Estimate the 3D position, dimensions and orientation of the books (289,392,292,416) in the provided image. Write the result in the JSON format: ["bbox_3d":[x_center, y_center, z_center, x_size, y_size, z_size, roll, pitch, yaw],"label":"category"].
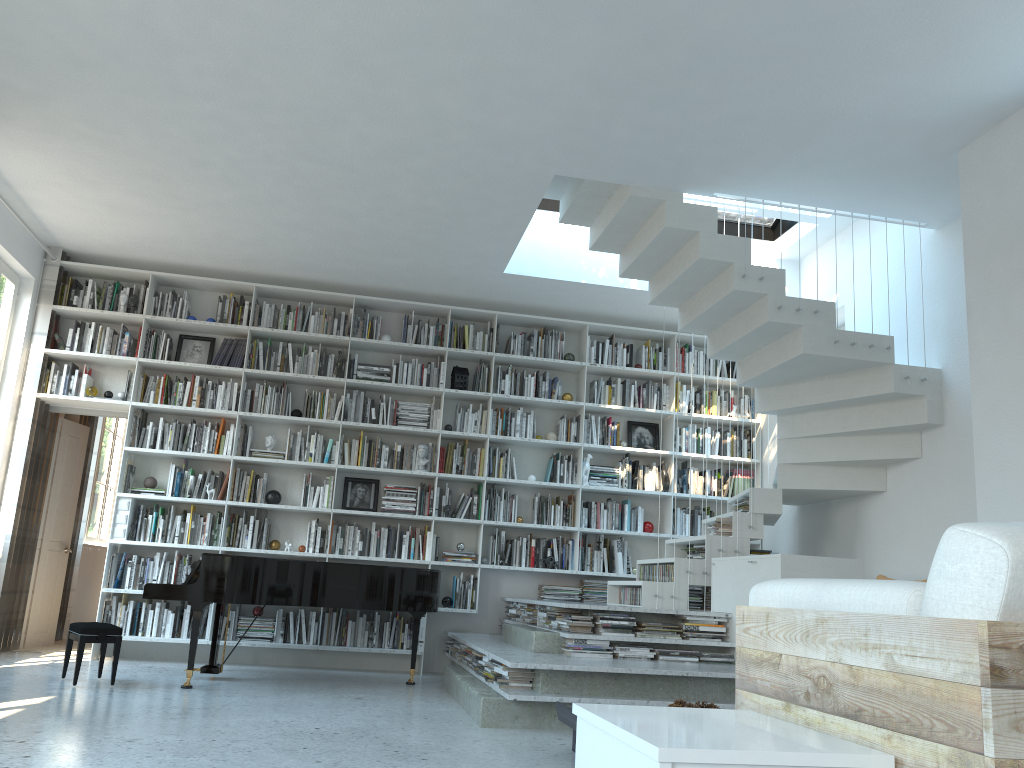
[{"bbox_3d":[-1.897,0.199,7.596,0.031,0.231,0.148,6,-13,-10],"label":"books"}]

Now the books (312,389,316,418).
[{"bbox_3d":[-1.705,0.196,7.632,0.005,0.274,0.157,6,-13,-10],"label":"books"}]

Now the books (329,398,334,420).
[{"bbox_3d":[-1.562,0.242,7.654,0.024,0.215,0.142,6,-13,-10],"label":"books"}]

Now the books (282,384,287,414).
[{"bbox_3d":[-1.950,0.158,7.598,0.005,0.305,0.163,6,-13,-10],"label":"books"}]

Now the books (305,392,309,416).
[{"bbox_3d":[-1.762,0.205,7.607,0.005,0.240,0.174,6,-13,-10],"label":"books"}]

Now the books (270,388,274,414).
[{"bbox_3d":[-2.046,0.172,7.574,0.011,0.255,0.152,6,-13,-10],"label":"books"}]

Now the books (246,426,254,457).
[{"bbox_3d":[-2.211,0.505,7.474,0.021,0.277,0.137,6,-13,-10],"label":"books"}]

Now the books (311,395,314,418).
[{"bbox_3d":[-1.709,0.219,7.604,0.006,0.216,0.181,6,-13,-10],"label":"books"}]

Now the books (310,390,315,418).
[{"bbox_3d":[-1.721,0.201,7.639,0.009,0.266,0.150,6,-13,-10],"label":"books"}]

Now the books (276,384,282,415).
[{"bbox_3d":[-1.991,0.158,7.575,0.011,0.291,0.177,6,-13,-10],"label":"books"}]

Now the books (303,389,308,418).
[{"bbox_3d":[-1.779,0.192,7.635,0.012,0.275,0.129,6,-13,-10],"label":"books"}]

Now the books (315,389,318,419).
[{"bbox_3d":[-1.689,0.194,7.647,0.033,0.287,0.155,6,-13,-10],"label":"books"}]

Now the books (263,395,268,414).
[{"bbox_3d":[-2.097,0.201,7.557,0.029,0.186,0.149,6,-13,-10],"label":"books"}]

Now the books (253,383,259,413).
[{"bbox_3d":[-2.174,0.146,7.548,0.026,0.279,0.151,6,-13,-10],"label":"books"}]

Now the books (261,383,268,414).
[{"bbox_3d":[-2.110,0.148,7.548,0.010,0.283,0.184,6,-13,-10],"label":"books"}]

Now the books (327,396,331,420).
[{"bbox_3d":[-1.579,0.233,7.653,0.011,0.229,0.166,6,-13,-10],"label":"books"}]

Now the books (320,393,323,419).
[{"bbox_3d":[-1.641,0.214,7.642,0.017,0.252,0.140,6,-13,-10],"label":"books"}]

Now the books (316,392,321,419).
[{"bbox_3d":[-1.661,0.211,7.613,0.013,0.243,0.189,6,-13,-10],"label":"books"}]

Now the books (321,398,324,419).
[{"bbox_3d":[-1.630,0.209,7.644,0.004,0.265,0.142,6,-13,-10],"label":"books"}]

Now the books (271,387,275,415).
[{"bbox_3d":[-2.033,0.167,7.561,0.009,0.260,0.180,6,-13,-10],"label":"books"}]

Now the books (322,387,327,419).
[{"bbox_3d":[-1.617,0.190,7.647,0.006,0.303,0.166,6,-13,-10],"label":"books"}]

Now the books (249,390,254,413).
[{"bbox_3d":[-2.215,0.176,7.554,0.024,0.219,0.140,6,-13,-10],"label":"books"}]

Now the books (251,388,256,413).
[{"bbox_3d":[-2.195,0.165,7.547,0.012,0.239,0.134,6,-13,-10],"label":"books"}]

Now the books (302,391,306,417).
[{"bbox_3d":[-1.787,0.200,7.624,0.005,0.253,0.161,6,-13,-10],"label":"books"}]

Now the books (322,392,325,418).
[{"bbox_3d":[-1.624,0.214,7.638,0.006,0.252,0.180,6,-13,-10],"label":"books"}]

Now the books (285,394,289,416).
[{"bbox_3d":[-1.923,0.205,7.600,0.012,0.217,0.151,6,-13,-10],"label":"books"}]

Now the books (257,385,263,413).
[{"bbox_3d":[-2.138,0.157,7.549,0.024,0.261,0.178,6,-13,-10],"label":"books"}]

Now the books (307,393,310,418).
[{"bbox_3d":[-1.743,0.207,7.601,0.005,0.235,0.179,6,-13,-10],"label":"books"}]

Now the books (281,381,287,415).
[{"bbox_3d":[-1.955,0.146,7.601,0.005,0.330,0.162,6,-13,-10],"label":"books"}]

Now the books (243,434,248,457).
[{"bbox_3d":[-2.241,0.537,7.467,0.034,0.209,0.136,6,-13,-10],"label":"books"}]

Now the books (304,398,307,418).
[{"bbox_3d":[-1.771,0.210,7.630,0.005,0.238,0.146,6,-13,-10],"label":"books"}]

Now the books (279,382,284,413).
[{"bbox_3d":[-1.974,0.148,7.594,0.004,0.320,0.153,6,-13,-10],"label":"books"}]

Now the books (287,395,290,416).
[{"bbox_3d":[-1.915,0.210,7.599,0.004,0.209,0.132,6,-13,-10],"label":"books"}]

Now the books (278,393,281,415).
[{"bbox_3d":[-1.987,0.200,7.593,0.012,0.216,0.133,6,-13,-10],"label":"books"}]

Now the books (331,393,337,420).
[{"bbox_3d":[-1.536,0.222,7.654,0.022,0.256,0.155,6,-13,-10],"label":"books"}]

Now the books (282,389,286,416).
[{"bbox_3d":[-1.946,0.169,7.594,0.004,0.283,0.167,6,-13,-10],"label":"books"}]

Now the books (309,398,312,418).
[{"bbox_3d":[-1.731,0.231,7.622,0.011,0.199,0.163,6,-13,-10],"label":"books"}]

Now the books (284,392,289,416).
[{"bbox_3d":[-1.933,0.197,7.607,0.009,0.236,0.135,6,-13,-10],"label":"books"}]

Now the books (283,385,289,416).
[{"bbox_3d":[-1.935,0.164,7.578,0.011,0.286,0.189,6,-13,-10],"label":"books"}]

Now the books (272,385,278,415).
[{"bbox_3d":[-2.024,0.161,7.570,0.011,0.278,0.169,6,-13,-10],"label":"books"}]

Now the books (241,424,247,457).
[{"bbox_3d":[-2.263,0.494,7.483,0.011,0.297,0.136,6,-13,-10],"label":"books"}]

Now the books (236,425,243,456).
[{"bbox_3d":[-2.295,0.494,7.465,0.012,0.284,0.160,6,-13,-10],"label":"books"}]

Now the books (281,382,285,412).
[{"bbox_3d":[-1.961,0.153,7.601,0.005,0.315,0.157,6,-13,-10],"label":"books"}]

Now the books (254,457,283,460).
[{"bbox_3d":[-2.062,0.640,7.479,0.254,0.012,0.161,6,-13,-10],"label":"books"}]

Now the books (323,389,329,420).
[{"bbox_3d":[-1.601,0.202,7.644,0.022,0.284,0.190,6,-13,-10],"label":"books"}]

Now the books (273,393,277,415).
[{"bbox_3d":[-2.014,0.194,7.557,0.011,0.208,0.181,6,-13,-10],"label":"books"}]

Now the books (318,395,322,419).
[{"bbox_3d":[-1.657,0.223,7.649,0.011,0.235,0.131,6,-13,-10],"label":"books"}]

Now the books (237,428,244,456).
[{"bbox_3d":[-2.277,0.508,7.459,0.024,0.256,0.134,6,-13,-10],"label":"books"}]

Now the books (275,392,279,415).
[{"bbox_3d":[-2.007,0.192,7.585,0.011,0.226,0.130,6,-13,-10],"label":"books"}]

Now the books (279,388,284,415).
[{"bbox_3d":[-1.967,0.176,7.582,0.010,0.261,0.158,6,-13,-10],"label":"books"}]

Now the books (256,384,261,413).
[{"bbox_3d":[-2.155,0.149,7.547,0.012,0.275,0.157,6,-13,-10],"label":"books"}]

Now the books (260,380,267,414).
[{"bbox_3d":[-2.122,0.135,7.571,0.011,0.316,0.155,6,-13,-10],"label":"books"}]

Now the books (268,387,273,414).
[{"bbox_3d":[-2.056,0.168,7.573,0.010,0.261,0.169,6,-13,-10],"label":"books"}]

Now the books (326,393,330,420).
[{"bbox_3d":[-1.588,0.218,7.650,0.010,0.256,0.140,6,-13,-10],"label":"books"}]

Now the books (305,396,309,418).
[{"bbox_3d":[-1.758,0.221,7.623,0.013,0.215,0.150,6,-13,-10],"label":"books"}]

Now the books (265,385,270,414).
[{"bbox_3d":[-2.072,0.160,7.545,0.009,0.262,0.190,6,-13,-10],"label":"books"}]

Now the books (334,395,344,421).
[{"bbox_3d":[-1.491,0.232,7.638,0.064,0.236,0.209,6,-13,-10],"label":"books"}]

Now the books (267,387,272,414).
[{"bbox_3d":[-2.063,0.167,7.547,0.012,0.251,0.184,6,-13,-10],"label":"books"}]
